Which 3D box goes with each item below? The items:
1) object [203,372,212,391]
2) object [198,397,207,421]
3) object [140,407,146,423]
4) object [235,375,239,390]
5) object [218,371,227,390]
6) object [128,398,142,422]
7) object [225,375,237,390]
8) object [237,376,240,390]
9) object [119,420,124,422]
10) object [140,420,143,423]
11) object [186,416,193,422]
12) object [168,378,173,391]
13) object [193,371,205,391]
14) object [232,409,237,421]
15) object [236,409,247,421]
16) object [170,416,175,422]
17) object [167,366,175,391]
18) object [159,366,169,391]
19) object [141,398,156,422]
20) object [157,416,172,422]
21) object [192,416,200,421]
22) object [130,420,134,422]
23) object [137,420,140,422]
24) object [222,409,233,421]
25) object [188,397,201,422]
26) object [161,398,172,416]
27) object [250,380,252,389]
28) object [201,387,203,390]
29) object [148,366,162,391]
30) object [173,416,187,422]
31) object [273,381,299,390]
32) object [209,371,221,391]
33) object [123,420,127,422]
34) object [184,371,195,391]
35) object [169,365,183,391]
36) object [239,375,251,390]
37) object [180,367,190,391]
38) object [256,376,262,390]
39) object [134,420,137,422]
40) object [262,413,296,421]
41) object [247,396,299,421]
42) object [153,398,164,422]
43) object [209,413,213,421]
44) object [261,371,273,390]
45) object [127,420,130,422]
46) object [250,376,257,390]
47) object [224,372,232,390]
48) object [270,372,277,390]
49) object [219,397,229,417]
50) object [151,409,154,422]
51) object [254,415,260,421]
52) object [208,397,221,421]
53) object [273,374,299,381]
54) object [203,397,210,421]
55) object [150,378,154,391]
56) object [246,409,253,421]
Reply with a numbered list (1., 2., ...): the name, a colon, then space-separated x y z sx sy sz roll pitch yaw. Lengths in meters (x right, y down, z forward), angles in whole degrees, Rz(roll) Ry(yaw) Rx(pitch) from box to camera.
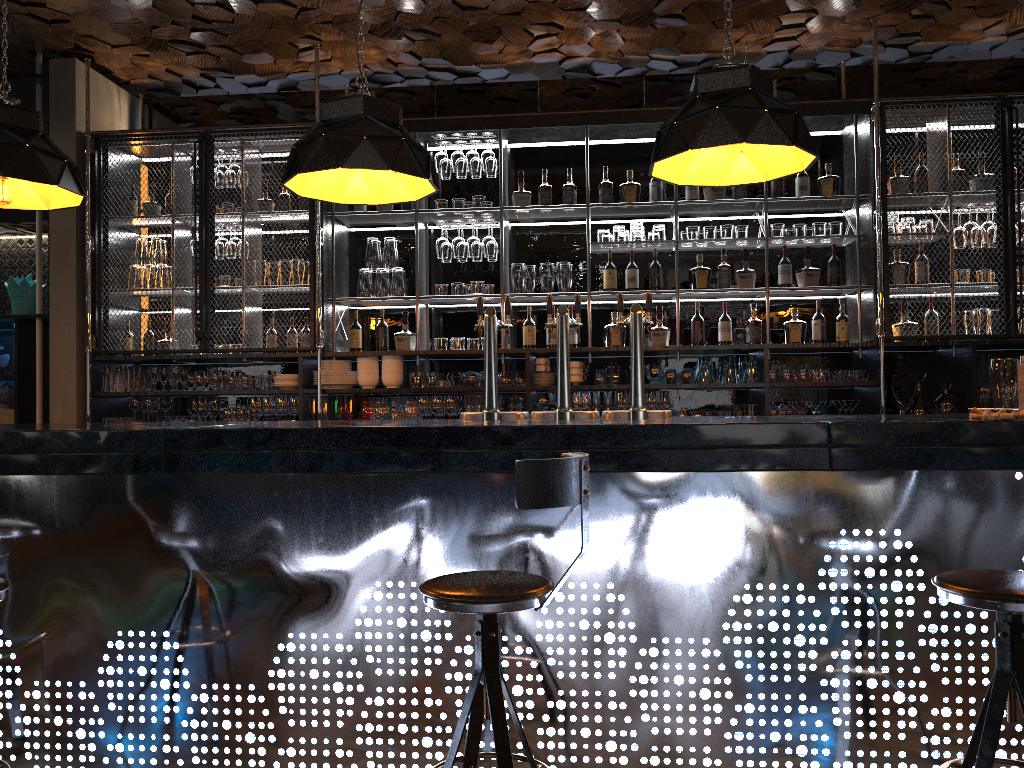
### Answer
1. object: -2.077 -0.018 6.028 0.081 0.132 0.081 0 -1 -23
2. object: -2.099 0.203 5.977 0.088 0.229 0.077 0 -1 -35
3. object: -2.512 0.210 6.050 0.091 0.227 0.091 -2 -2 45
4. object: -1.878 -0.006 5.963 0.078 0.103 0.078 0 -2 -42
5. object: -1.959 -0.019 5.972 0.074 0.131 0.074 -1 -1 18
6. object: -2.524 0.208 5.943 0.091 0.227 0.091 0 -1 -32
7. object: -1.863 -0.008 5.877 0.078 0.103 0.078 0 -2 -42
8. object: -1.871 -0.004 6.054 0.078 0.103 0.078 0 -2 -42
9. object: -2.631 0.285 5.966 0.034 0.080 0.034 0 -1 -30
10. object: -2.605 0.291 6.234 0.034 0.080 0.034 -1 -1 15
11. object: -2.208 0.268 6.015 0.093 0.101 0.093 -1 -1 26
12. object: -2.359 -0.030 6.155 0.087 0.170 0.087 0 -1 -34
13. object: -2.085 -0.020 5.908 0.081 0.132 0.081 0 -1 -23
14. object: -1.891 0.242 6.023 0.065 0.146 0.074 -1 -1 18
15. object: -1.803 0.239 5.915 0.074 0.146 0.065 -1 -1 0
16. object: -2.310 0.269 6.023 0.093 0.101 0.093 0 -1 -34
17. object: -2.285 -0.035 5.990 0.087 0.170 0.087 0 -1 -34
18. object: -2.370 -0.033 6.037 0.087 0.170 0.087 0 -1 -34
19. object: -2.431 0.206 5.932 0.091 0.227 0.091 -1 -1 28
20. object: -2.320 0.267 5.918 0.093 0.101 0.093 0 -1 -27
21. object: -2.193 0.270 6.115 0.093 0.101 0.093 -1 -1 20
22. object: -2.616 0.288 6.103 0.034 0.080 0.034 0 -1 -12
23. object: -2.611 0.290 6.188 0.034 0.080 0.034 -1 -1 15
24. object: -1.898 0.240 5.919 0.074 0.146 0.065 0 -1 -18
25. object: -2.108 0.201 5.886 0.088 0.229 0.077 -1 -1 19
26. object: -2.404 0.211 6.151 0.091 0.227 0.091 0 -1 -32
27. object: -1.788 -0.005 5.953 0.078 0.099 0.078 0 -1 -28
28. object: -2.150 -0.015 6.114 0.081 0.132 0.081 0 -1 -23
29. object: -2.381 -0.035 5.919 0.087 0.170 0.087 0 -1 -34
30. object: -2.211 0.266 5.908 0.093 0.101 0.093 0 -1 -32
31. object: -1.481 0.008 5.906 0.211 0.060 0.209 0 -1 -35
32. object: -1.970 -0.021 5.886 0.074 0.131 0.074 -1 -1 18
33. object: -2.628 0.286 6.015 0.034 0.080 0.034 0 -1 -28
34. object: -2.163 -0.018 5.967 0.081 0.132 0.081 0 -1 -23
35. object: -2.232 -0.037 5.894 0.087 0.170 0.087 0 -1 -34
36. object: -1.764 -0.007 5.860 0.078 0.099 0.078 0 -1 -28
37. object: -2.271 -0.032 6.135 0.087 0.170 0.087 0 -1 -34
38. object: -1.767 -0.002 6.129 0.078 0.099 0.078 0 -1 -28
39. object: -2.614 0.289 6.144 0.034 0.080 0.034 -1 -1 4
40. object: -1.554 0.201 6.131 0.376 0.227 0.186 -1 -1 4
41. object: -1.573 0.197 5.936 0.376 0.227 0.186 -1 -1 4
42. object: -2.419 0.208 6.035 0.091 0.227 0.091 0 -1 -32
43. object: -2.085 0.206 6.151 0.077 0.229 0.088 0 -1 -20
44. object: -1.642 -0.024 5.942 0.074 0.131 0.074 -1 -1 18
45. object: -2.625 0.287 6.055 0.034 0.080 0.034 -1 -1 14
46. object: -1.779 -0.003 6.046 0.078 0.099 0.078 0 -1 -28
47. object: -1.952 -0.017 6.059 0.074 0.131 0.074 -1 -1 18
48. object: -1.654 -0.020 6.121 0.074 0.131 0.074 -1 -1 18
49. object: -1.984 0.203 6.085 0.088 0.229 0.077 -1 -1 7
50. object: -2.507 0.213 6.185 0.091 0.227 0.091 -1 -1 9
51. object: -1.780 0.243 6.123 0.074 0.146 0.065 -1 -1 28
52. object: -1.999 0.201 5.963 0.088 0.229 0.077 -1 -1 5
53. object: -1.480 -0.033 5.906 0.209 0.060 0.211 0 -2 -40
54. object: -2.095 0.204 6.058 0.077 0.229 0.088 -1 -1 21
55. object: -2.547 -0.018 6.245 0.051 0.152 0.058 0 -1 -34
56. object: -1.794 0.241 6.021 0.065 0.146 0.074 -1 -1 28
